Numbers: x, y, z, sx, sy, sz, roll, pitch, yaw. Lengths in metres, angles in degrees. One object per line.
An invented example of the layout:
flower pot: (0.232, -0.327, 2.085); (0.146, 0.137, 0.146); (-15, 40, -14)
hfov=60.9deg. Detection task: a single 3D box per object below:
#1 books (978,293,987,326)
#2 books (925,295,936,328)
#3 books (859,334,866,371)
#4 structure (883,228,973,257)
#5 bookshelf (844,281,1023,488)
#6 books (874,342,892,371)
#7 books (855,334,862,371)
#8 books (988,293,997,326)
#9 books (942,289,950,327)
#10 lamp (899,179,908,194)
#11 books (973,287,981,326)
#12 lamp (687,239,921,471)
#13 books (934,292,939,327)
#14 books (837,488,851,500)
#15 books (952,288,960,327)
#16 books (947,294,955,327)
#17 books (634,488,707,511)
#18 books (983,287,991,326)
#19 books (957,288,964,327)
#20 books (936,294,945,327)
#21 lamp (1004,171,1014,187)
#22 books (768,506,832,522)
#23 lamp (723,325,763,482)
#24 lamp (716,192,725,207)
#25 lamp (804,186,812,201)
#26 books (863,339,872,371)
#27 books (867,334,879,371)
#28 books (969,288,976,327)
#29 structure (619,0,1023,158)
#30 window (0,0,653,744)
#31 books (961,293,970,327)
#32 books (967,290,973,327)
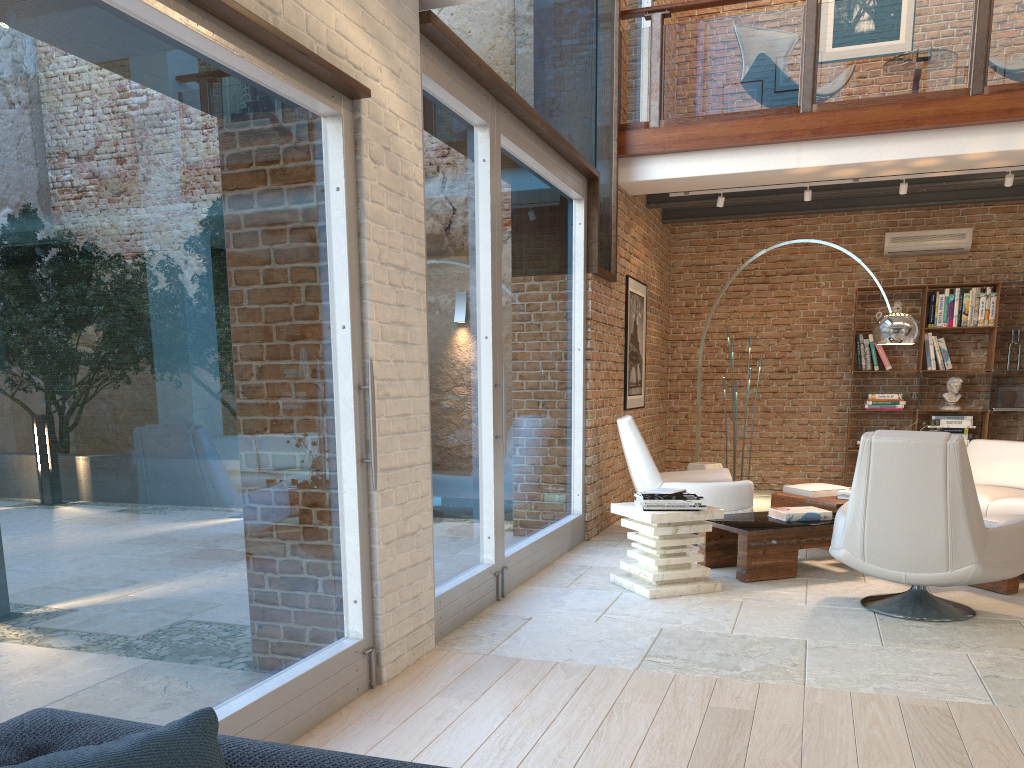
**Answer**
books: (4.747, -0.744, 8.840); (0.055, 0.337, 0.249); (3, 7, 19)
books: (4.323, -0.741, 9.000); (0.055, 0.337, 0.249); (3, 7, 19)
books: (3.725, -0.333, 9.276); (0.091, 0.393, 0.238); (3, 8, 19)
structure: (4.277, -1.458, 8.993); (0.811, 0.224, 0.196); (0, 6, 19)
bookshelf: (5.064, 0.102, 8.874); (3.029, 2.251, 0.356); (1, 10, 19)
books: (3.917, -0.301, 9.228); (0.194, 0.326, 0.249); (2, 7, 19)
books: (3.687, -0.332, 9.280); (0.091, 0.393, 0.238); (3, 8, 19)
books: (4.845, -0.745, 8.829); (0.055, 0.337, 0.249); (3, 7, 19)
books: (4.436, -0.769, 8.942); (0.036, 0.392, 0.238); (3, 8, 19)
lamp: (3.213, -1.613, 7.153); (0.060, 0.132, 0.084); (3, 8, 21)
books: (4.704, -0.771, 8.855); (0.036, 0.392, 0.238); (3, 8, 19)
lamp: (2.284, 0.051, 7.040); (0.316, 2.401, 2.002); (-8, 9, -35)
books: (4.359, -0.755, 8.984); (0.020, 0.367, 0.266); (3, 8, 19)
books: (2.605, 0.803, 6.432); (0.398, 0.076, 0.247); (-1, 1, -39)
books: (4.523, -0.770, 8.906); (0.036, 0.392, 0.238); (3, 8, 19)
books: (4.485, -0.742, 8.945); (0.055, 0.337, 0.249); (3, 7, 19)
books: (0.952, 0.700, 5.327); (0.389, 0.081, 0.558); (0, 0, 3)
books: (4.793, -0.772, 8.825); (0.036, 0.392, 0.238); (3, 8, 19)
books: (4.561, -0.770, 8.904); (0.036, 0.392, 0.238); (3, 8, 19)
books: (4.391, -0.741, 8.958); (0.055, 0.337, 0.249); (3, 7, 19)
lamp: (3.944, -1.625, 6.914); (0.060, 0.118, 0.093); (4, 7, 26)
books: (1.906, 0.862, 5.780); (0.326, 0.057, 0.251); (-1, 1, -11)
lamp: (2.382, 0.315, 9.142); (0.418, 1.862, 0.194); (-2, 10, -11)
lamp: (1.825, -1.603, 7.621); (0.059, 0.132, 0.084); (-2, 8, -11)
lamp: (2.509, -1.612, 7.391); (0.060, 0.123, 0.084); (3, 8, 21)
books: (3.779, -0.308, 9.281); (0.102, 0.341, 0.249); (3, 7, 19)
books: (3.822, -0.332, 9.230); (0.121, 0.390, 0.238); (3, 8, 19)
books: (4.674, -0.771, 8.879); (0.036, 0.392, 0.238); (3, 8, 19)
structure: (4.168, -0.877, 2.044); (10.139, 4.223, 13.634); (0, 1, 19)
window: (-0.888, -1.953, 3.024); (0.646, 6.526, 12.133); (3, 3, 19)
books: (4.601, -0.743, 8.880); (0.055, 0.337, 0.249); (3, 7, 19)
books: (4.642, -0.757, 8.879); (0.020, 0.367, 0.266); (3, 8, 19)
